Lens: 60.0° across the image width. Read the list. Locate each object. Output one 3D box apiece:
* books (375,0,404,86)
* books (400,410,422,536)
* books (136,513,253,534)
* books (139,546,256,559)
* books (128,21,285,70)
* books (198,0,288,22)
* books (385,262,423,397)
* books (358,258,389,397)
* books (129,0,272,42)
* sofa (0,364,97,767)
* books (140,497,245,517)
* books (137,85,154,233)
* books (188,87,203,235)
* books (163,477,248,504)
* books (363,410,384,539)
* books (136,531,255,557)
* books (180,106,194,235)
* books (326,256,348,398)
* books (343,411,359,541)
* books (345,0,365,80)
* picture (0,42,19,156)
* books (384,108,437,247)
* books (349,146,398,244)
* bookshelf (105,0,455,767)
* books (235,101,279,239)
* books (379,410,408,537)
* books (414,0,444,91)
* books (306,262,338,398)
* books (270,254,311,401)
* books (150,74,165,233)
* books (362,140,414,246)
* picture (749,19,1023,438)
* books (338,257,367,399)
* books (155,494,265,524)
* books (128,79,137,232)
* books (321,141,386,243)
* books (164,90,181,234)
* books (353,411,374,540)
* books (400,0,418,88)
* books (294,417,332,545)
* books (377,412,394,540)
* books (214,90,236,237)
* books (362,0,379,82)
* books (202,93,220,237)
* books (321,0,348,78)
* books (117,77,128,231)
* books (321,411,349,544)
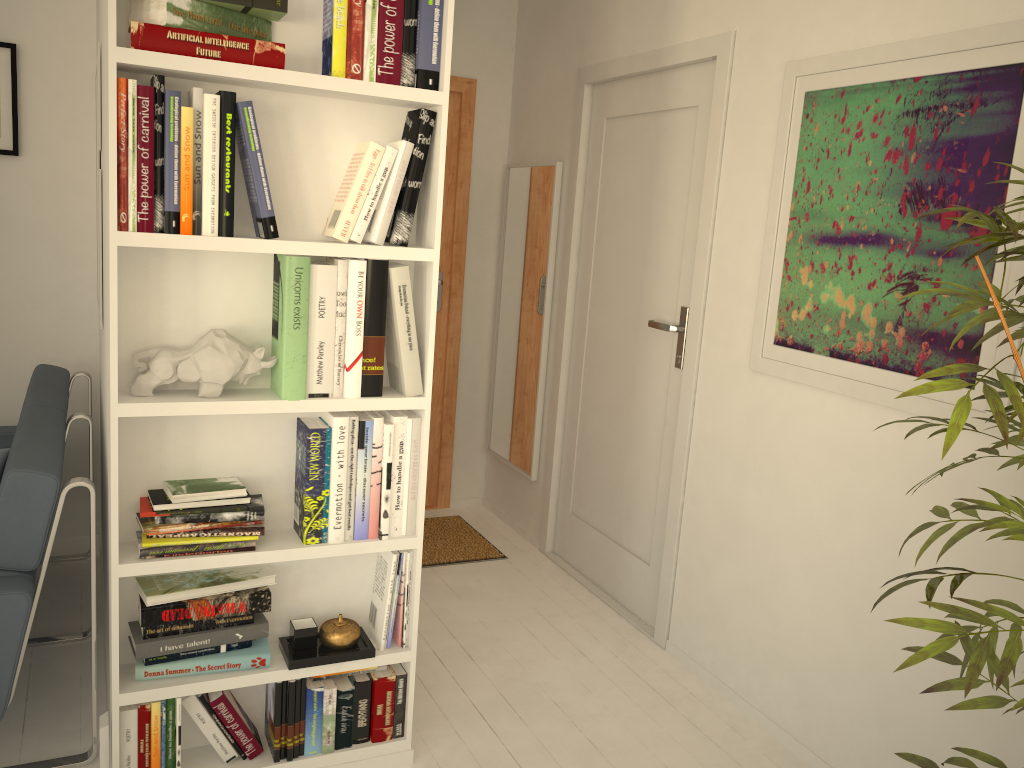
[{"bbox_3d":[-0.305,-0.829,2.045,0.059,0.291,0.182,-1,11,-26],"label":"books"},{"bbox_3d":[-0.295,0.210,2.286,0.039,0.302,0.229,-1,11,-26],"label":"books"},{"bbox_3d":[-0.735,0.309,2.054,0.238,0.012,0.120,-2,12,-30],"label":"books"},{"bbox_3d":[-0.736,0.364,2.071,0.247,0.009,0.170,0,11,-23],"label":"books"},{"bbox_3d":[-0.657,-0.707,1.897,0.301,0.056,0.202,-1,12,-26],"label":"books"},{"bbox_3d":[-0.658,-0.819,1.897,0.314,0.035,0.205,-1,12,-26],"label":"books"},{"bbox_3d":[-0.296,-0.144,2.205,0.099,0.315,0.229,-1,11,-26],"label":"books"},{"bbox_3d":[-0.364,-0.148,2.164,0.056,0.327,0.202,-1,11,-26],"label":"books"},{"bbox_3d":[-0.658,-0.767,1.894,0.128,0.064,0.269,11,12,34],"label":"books"},{"bbox_3d":[-1.751,0.441,2.585,0.964,0.772,1.605,-1,11,-26],"label":"sofa"},{"bbox_3d":[-0.743,0.270,2.058,0.221,0.010,0.169,0,11,-23],"label":"books"},{"bbox_3d":[-0.786,-0.473,1.888,0.032,0.291,0.203,-1,11,-26],"label":"books"},{"bbox_3d":[-0.698,-0.480,1.939,0.020,0.304,0.193,-1,11,-26],"label":"books"},{"bbox_3d":[-0.713,0.241,2.053,0.166,0.019,0.127,-2,12,-32],"label":"books"},{"bbox_3d":[-0.374,0.211,2.242,0.025,0.305,0.213,-1,11,-26],"label":"books"},{"bbox_3d":[-0.740,0.353,2.064,0.247,0.014,0.173,-1,12,-27],"label":"books"},{"bbox_3d":[-0.713,-0.456,1.918,0.024,0.260,0.199,-1,11,-26],"label":"books"},{"bbox_3d":[-0.444,-0.147,2.147,0.023,0.321,0.236,-1,11,-26],"label":"books"},{"bbox_3d":[-0.432,0.207,2.223,0.027,0.310,0.229,-1,11,-26],"label":"books"},{"bbox_3d":[-0.378,-0.835,2.022,0.039,0.301,0.199,-1,11,-26],"label":"books"},{"bbox_3d":[-2.050,-1.047,3.184,0.481,0.401,0.015,-1,11,-26],"label":"picture"},{"bbox_3d":[-0.261,-0.494,2.136,0.092,0.318,0.180,-1,11,-26],"label":"books"},{"bbox_3d":[-0.345,-0.446,2.089,0.105,0.225,0.138,-1,11,-26],"label":"books"},{"bbox_3d":[-0.534,-0.448,2.027,0.710,2.897,0.249,-1,11,-26],"label":"bookshelf"},{"bbox_3d":[-0.583,-0.474,1.984,0.093,0.288,0.200,-1,11,-26],"label":"books"},{"bbox_3d":[-0.314,0.215,2.244,0.037,0.307,0.161,-1,11,-26],"label":"books"},{"bbox_3d":[-0.219,-0.829,2.084,0.054,0.288,0.179,-1,11,-26],"label":"books"},{"bbox_3d":[-0.477,-0.135,2.113,0.065,0.310,0.200,-1,11,-26],"label":"books"},{"bbox_3d":[-0.530,-0.144,2.081,0.056,0.328,0.229,-1,11,-26],"label":"books"},{"bbox_3d":[-0.761,-0.486,1.897,0.021,0.317,0.180,-1,11,-26],"label":"books"},{"bbox_3d":[-0.314,-0.458,2.127,0.092,0.244,0.197,-1,11,-26],"label":"books"},{"bbox_3d":[0.916,-0.393,2.201,0.012,0.875,0.823,-1,11,-26],"label":"picture"},{"bbox_3d":[-0.409,-0.146,2.148,0.037,0.324,0.240,-1,11,-26],"label":"books"},{"bbox_3d":[-0.709,0.286,2.086,0.235,0.025,0.163,1,11,-19],"label":"books"},{"bbox_3d":[-0.811,-0.479,1.883,0.015,0.300,0.207,-1,11,-26],"label":"books"},{"bbox_3d":[-0.373,-0.447,2.067,0.115,0.231,0.133,-1,11,-26],"label":"books"},{"bbox_3d":[-0.739,-0.473,1.909,0.030,0.288,0.200,-1,11,-26],"label":"books"},{"bbox_3d":[-0.388,0.222,2.201,0.035,0.304,0.150,-1,11,-26],"label":"books"},{"bbox_3d":[-0.262,-0.842,2.063,0.039,0.317,0.161,-1,11,-26],"label":"books"},{"bbox_3d":[-0.499,0.224,2.178,0.057,0.283,0.200,-1,11,-26],"label":"books"},{"bbox_3d":[-0.347,0.220,2.241,0.022,0.291,0.209,-1,11,-26],"label":"books"},{"bbox_3d":[-0.635,-0.479,1.944,0.033,0.306,0.151,-1,11,-26],"label":"books"},{"bbox_3d":[-0.347,-0.834,2.031,0.029,0.300,0.185,-1,11,-26],"label":"books"},{"bbox_3d":[-0.669,-0.474,1.938,0.032,0.290,0.189,-1,11,-26],"label":"books"},{"bbox_3d":[-0.412,-0.839,2.011,0.032,0.300,0.200,-1,11,-26],"label":"books"},{"bbox_3d":[-0.829,-0.480,1.881,0.021,0.301,0.222,-1,11,-26],"label":"books"},{"bbox_3d":[-0.460,0.208,2.206,0.037,0.311,0.241,-1,11,-26],"label":"books"}]
